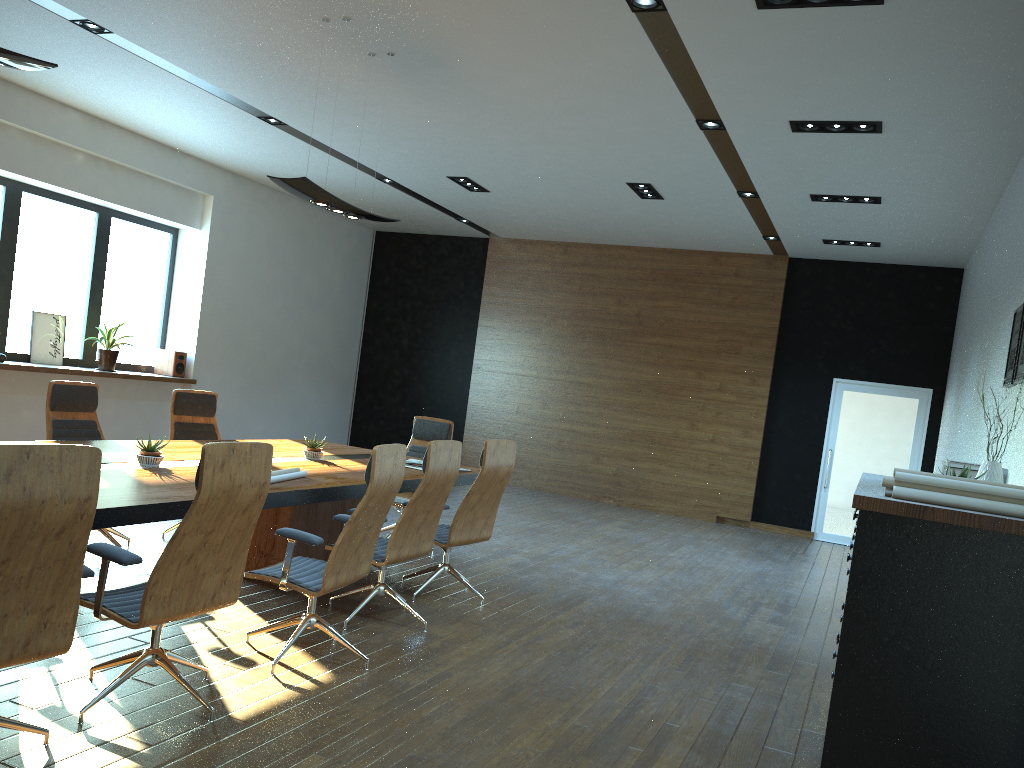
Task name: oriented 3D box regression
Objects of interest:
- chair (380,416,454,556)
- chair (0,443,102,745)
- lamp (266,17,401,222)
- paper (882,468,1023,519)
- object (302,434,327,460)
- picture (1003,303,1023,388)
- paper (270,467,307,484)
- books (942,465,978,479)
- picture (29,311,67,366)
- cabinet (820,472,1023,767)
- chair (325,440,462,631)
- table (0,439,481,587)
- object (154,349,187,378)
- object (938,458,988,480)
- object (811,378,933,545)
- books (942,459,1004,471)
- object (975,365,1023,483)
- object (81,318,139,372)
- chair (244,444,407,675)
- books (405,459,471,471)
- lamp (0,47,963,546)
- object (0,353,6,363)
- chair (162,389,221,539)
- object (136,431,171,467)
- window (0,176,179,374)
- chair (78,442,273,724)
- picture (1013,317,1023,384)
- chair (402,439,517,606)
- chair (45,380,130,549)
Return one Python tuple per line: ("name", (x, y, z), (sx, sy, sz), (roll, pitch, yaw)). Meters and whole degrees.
("chair", (-0.889, 0.839, 7.524), (0.704, 1.129, 0.697), (8, 2, 25))
("chair", (-1.755, 0.705, 2.845), (0.694, 1.129, 0.707), (9, 2, 30))
("lamp", (-1.124, -1.783, 6.087), (0.339, 1.201, 1.198), (8, 1, 23))
("paper", (1.844, 0.444, 3.583), (0.643, 0.125, 0.144), (8, 1, 22))
("object", (-1.398, 0.435, 6.246), (0.177, 0.188, 0.153), (8, 1, -3))
("picture", (3.065, -0.226, 5.395), (0.028, 0.484, 0.380), (9, 2, 23))
("paper", (-2.070, 0.388, 4.448), (2.246, 0.083, 0.626), (8, 0, -27))
("books", (2.739, 0.538, 5.291), (0.287, 0.063, 0.369), (8, 0, 23))
("picture", (-5.085, -0.493, 9.708), (0.057, 0.562, 0.421), (9, 2, 23))
("cabinet", (2.094, 1.166, 4.533), (0.765, 1.235, 2.351), (8, 1, 23))
("chair", (-0.740, 0.850, 5.292), (0.694, 1.129, 0.707), (8, 2, 23))
("table", (-2.040, 0.837, 4.871), (1.781, 0.798, 5.549), (8, 0, 23))
("object", (-4.255, -0.259, 11.050), (0.313, 0.322, 0.211), (8, 2, 22))
("object", (2.094, 0.448, 4.143), (0.178, 0.188, 0.152), (7, 1, -28))
("object", (4.692, 1.069, 11.609), (1.195, 2.164, 0.200), (8, 2, 22))
("books", (2.746, 0.491, 5.290), (0.291, 0.032, 0.362), (8, 0, 21))
("object", (2.307, 0.237, 4.219), (0.212, 0.664, 0.445), (9, 2, 38))
("object", (-4.555, -0.454, 10.036), (0.471, 0.622, 0.517), (9, 2, 38))
("chair", (-0.968, 0.816, 4.451), (0.695, 1.129, 0.706), (8, 2, 14))
("books", (-0.626, 0.610, 6.706), (0.388, 0.033, 0.546), (7, 0, 34))
("lamp", (0.192, -0.322, 10.673), (9.370, 3.714, 16.704), (8, 0, 23))
("object", (-5.143, -0.266, 8.801), (0.209, 0.089, 0.177), (7, 0, -30))
("chair", (-2.362, 0.640, 6.937), (0.693, 1.129, 0.708), (9, 2, 37))
("object", (-1.976, 0.352, 4.841), (0.178, 0.188, 0.152), (7, 1, -28))
("window", (-5.028, -1.145, 9.688), (0.053, 1.864, 3.468), (9, 1, 23))
("chair", (-1.432, 0.751, 3.647), (0.694, 1.129, 0.707), (8, 2, 24))
("picture", (2.885, -0.253, 4.958), (0.028, 0.484, 0.380), (9, 2, 23))
("chair", (-0.412, 0.897, 6.096), (0.694, 1.129, 0.707), (9, 2, 30))
("chair", (-2.793, 0.579, 5.993), (0.694, 1.129, 0.707), (8, 2, 23))
